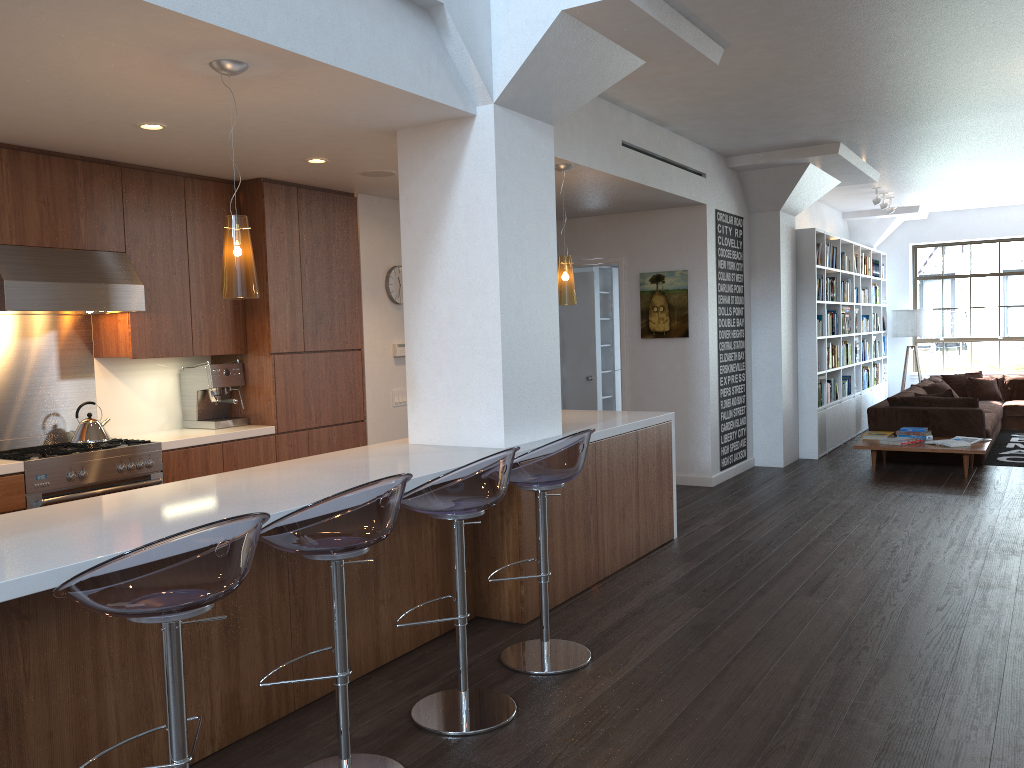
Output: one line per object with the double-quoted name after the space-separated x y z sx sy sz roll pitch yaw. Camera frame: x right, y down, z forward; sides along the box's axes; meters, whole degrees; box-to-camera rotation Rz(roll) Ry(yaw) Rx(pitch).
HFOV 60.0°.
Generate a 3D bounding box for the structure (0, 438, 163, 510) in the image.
-2.467 0.811 4.980 0.662 0.919 0.811 0 4 32 "structure"

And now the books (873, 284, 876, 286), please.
5.028 -1.260 12.464 0.176 0.290 0.036 0 4 31 "books"

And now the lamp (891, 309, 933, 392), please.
5.859 -0.297 12.986 0.545 1.579 0.545 -1 4 21 "lamp"

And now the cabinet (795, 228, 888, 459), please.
4.155 -0.562 11.273 0.461 2.414 4.500 0 4 32 "cabinet"

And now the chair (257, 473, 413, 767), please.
-0.547 0.779 2.801 0.481 1.014 0.530 0 4 30 "chair"

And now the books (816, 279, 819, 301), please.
3.181 -0.997 9.446 0.152 0.232 0.104 0 4 32 "books"

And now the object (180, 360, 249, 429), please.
-1.956 0.069 5.946 0.439 0.455 0.284 0 4 32 "object"

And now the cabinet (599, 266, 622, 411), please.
0.680 -0.679 10.209 0.527 2.991 2.630 0 4 32 "cabinet"

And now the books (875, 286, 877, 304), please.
5.019 -1.239 12.430 0.183 0.253 0.034 0 4 31 "books"

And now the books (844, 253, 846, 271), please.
3.942 -1.464 10.703 0.158 0.226 0.052 0 4 32 "books"

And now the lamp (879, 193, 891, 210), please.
4.564 -2.241 10.878 0.120 0.211 0.111 -2 3 -9 "lamp"

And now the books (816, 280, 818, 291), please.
3.162 -0.988 9.423 0.161 0.218 0.101 0 4 32 "books"

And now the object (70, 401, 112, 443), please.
-2.488 0.219 5.230 0.222 0.235 0.222 -1 3 7 "object"

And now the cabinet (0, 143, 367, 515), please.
-2.754 0.004 4.561 0.598 2.499 5.299 0 4 32 "cabinet"

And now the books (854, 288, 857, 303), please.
4.311 -1.119 11.287 0.139 0.191 0.036 0 4 32 "books"

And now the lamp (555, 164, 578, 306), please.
0.340 -0.966 5.777 0.149 0.900 0.149 -3 3 -13 "lamp"

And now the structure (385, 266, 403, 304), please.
-0.886 -0.777 6.971 0.040 0.300 0.300 0 4 32 "structure"

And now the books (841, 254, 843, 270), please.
3.840 -1.437 10.513 0.146 0.202 0.027 0 4 32 "books"

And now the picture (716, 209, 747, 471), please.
2.086 -0.414 8.386 0.021 2.380 0.800 0 4 32 "picture"

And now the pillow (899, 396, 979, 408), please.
4.363 0.295 9.025 0.750 0.364 0.289 0 4 31 "pillow"

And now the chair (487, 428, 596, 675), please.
0.131 0.695 3.869 0.481 1.014 0.530 0 4 34 "chair"

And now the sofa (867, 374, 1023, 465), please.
6.199 0.327 9.958 3.481 0.664 4.197 0 4 32 "sofa"

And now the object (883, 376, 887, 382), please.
5.294 -0.067 12.984 0.331 0.088 0.410 0 4 32 "object"

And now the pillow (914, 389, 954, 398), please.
4.468 0.235 9.268 0.269 0.411 0.559 -3 3 -12 "pillow"

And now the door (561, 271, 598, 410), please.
0.546 -0.167 9.564 0.826 2.032 0.174 0 4 32 "door"

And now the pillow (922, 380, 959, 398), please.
5.124 0.163 10.539 0.625 0.391 0.325 -5 4 -42 "pillow"

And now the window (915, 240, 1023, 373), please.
8.100 -1.113 12.260 4.648 1.905 0.114 0 4 32 "window"

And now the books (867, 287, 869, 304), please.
4.742 -1.193 12.006 0.158 0.226 0.052 0 4 32 "books"

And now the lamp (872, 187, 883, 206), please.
4.299 -2.207 10.448 0.120 0.211 0.111 -3 4 -24 "lamp"

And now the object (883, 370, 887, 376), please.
5.291 -0.155 12.979 0.331 0.088 0.410 0 4 32 "object"

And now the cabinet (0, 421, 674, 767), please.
-0.473 0.792 4.303 0.898 0.796 4.493 0 4 32 "cabinet"

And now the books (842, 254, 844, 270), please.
3.880 -1.443 10.585 0.146 0.202 0.027 0 4 32 "books"

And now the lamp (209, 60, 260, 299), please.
0.174 -1.304 3.875 2.842 1.807 0.149 -3 4 -19 "lamp"

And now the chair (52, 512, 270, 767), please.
-0.854 0.821 2.249 0.481 1.014 0.530 0 4 34 "chair"

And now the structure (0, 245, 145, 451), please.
-2.555 -0.190 4.957 0.529 1.110 0.811 0 4 32 "structure"

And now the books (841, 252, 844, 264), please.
3.920 -1.463 10.659 0.140 0.231 0.042 0 4 32 "books"

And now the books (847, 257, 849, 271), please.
4.065 -1.458 10.900 0.134 0.184 0.030 0 4 32 "books"

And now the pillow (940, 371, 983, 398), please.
6.075 0.041 11.850 0.580 0.418 0.334 -2 3 5 "pillow"

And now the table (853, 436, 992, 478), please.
3.902 0.687 8.415 1.100 0.271 0.853 0 4 32 "table"

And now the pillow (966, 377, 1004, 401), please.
6.188 0.066 11.668 0.489 0.337 0.238 -2 3 1 "pillow"

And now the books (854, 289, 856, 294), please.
4.299 -1.111 11.261 0.128 0.178 0.021 0 4 32 "books"

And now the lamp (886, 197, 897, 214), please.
4.836 -2.275 11.319 0.120 0.211 0.111 -1 3 6 "lamp"

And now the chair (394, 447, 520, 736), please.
-0.199 0.737 3.333 0.481 1.014 0.530 0 4 30 "chair"

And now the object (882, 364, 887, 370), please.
5.282 -0.242 12.978 0.316 0.088 0.410 0 4 32 "object"

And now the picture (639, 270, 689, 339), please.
1.376 -0.717 8.034 0.450 0.600 0.030 0 4 32 "picture"

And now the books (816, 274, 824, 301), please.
3.287 -1.039 9.604 0.176 0.290 0.053 0 4 32 "books"

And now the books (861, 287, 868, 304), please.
4.719 -1.192 11.962 0.140 0.231 0.042 0 4 32 "books"
